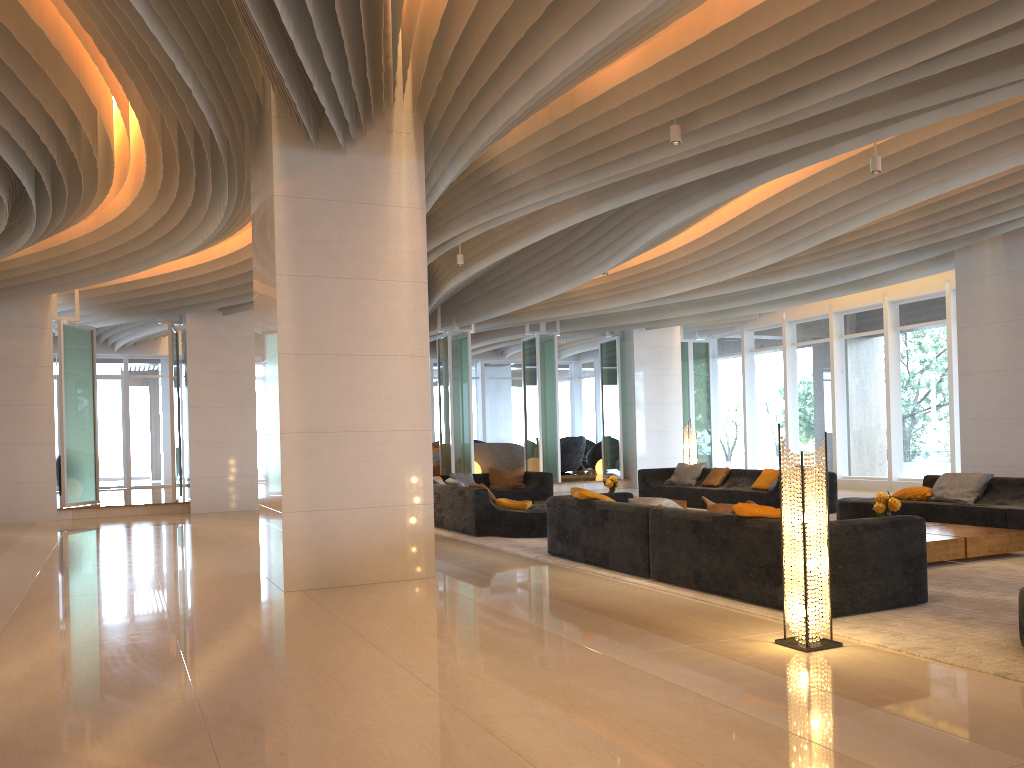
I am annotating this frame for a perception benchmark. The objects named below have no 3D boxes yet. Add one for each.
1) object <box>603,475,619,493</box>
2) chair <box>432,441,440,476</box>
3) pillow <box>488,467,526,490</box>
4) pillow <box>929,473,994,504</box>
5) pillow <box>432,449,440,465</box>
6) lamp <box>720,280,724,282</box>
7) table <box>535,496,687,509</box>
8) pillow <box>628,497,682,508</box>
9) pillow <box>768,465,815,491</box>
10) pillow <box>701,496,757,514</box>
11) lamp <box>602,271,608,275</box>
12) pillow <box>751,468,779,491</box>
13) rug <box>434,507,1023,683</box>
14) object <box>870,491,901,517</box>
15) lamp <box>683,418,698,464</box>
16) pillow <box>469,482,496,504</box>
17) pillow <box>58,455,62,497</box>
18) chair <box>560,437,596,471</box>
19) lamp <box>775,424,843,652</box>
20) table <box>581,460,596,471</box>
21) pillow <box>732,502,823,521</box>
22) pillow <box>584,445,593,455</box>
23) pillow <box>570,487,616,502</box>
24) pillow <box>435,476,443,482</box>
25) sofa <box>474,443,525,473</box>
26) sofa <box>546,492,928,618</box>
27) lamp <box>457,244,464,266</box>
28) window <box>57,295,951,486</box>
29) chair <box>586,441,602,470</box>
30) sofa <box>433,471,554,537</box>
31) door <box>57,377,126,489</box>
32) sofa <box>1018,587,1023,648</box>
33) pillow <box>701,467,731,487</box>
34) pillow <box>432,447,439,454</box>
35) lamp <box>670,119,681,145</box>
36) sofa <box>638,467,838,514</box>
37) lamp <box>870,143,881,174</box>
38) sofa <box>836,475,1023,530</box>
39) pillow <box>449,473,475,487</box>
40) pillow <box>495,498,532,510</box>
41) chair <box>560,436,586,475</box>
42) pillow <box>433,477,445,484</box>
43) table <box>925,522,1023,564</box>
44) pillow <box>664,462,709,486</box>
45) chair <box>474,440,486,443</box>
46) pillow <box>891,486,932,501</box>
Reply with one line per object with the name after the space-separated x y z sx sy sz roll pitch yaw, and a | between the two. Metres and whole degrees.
1.451 1.508 12.968 0.235 0.376 0.267 -2 -1 7 | object
-2.009 1.848 21.294 1.155 1.004 1.495 0 -3 -37 | chair
-0.084 1.608 15.111 0.640 0.377 0.547 -1 -3 -3 | pillow
5.031 1.207 10.009 0.467 0.416 0.657 -1 -3 -24 | pillow
-1.764 1.732 21.046 0.469 0.408 0.498 -1 -2 -22 | pillow
3.213 -2.330 13.711 0.088 1.505 0.090 -2 0 20 | lamp
1.391 1.796 12.773 1.621 0.220 1.582 0 -4 -25 | table
1.275 1.151 7.510 0.425 0.376 0.580 -1 -3 -22 | pillow
3.970 1.338 12.590 0.548 0.377 0.638 -1 -3 -3 | pillow
1.693 1.042 6.573 0.449 0.409 0.595 -1 -3 -23 | pillow
1.327 -2.335 12.817 0.088 1.505 0.090 -2 0 20 | lamp
3.749 1.401 13.045 0.326 0.312 0.403 -1 -2 -22 | pillow
3.342 1.581 8.417 5.584 0.022 16.034 0 -4 -24 | rug
3.359 1.141 7.970 0.236 0.376 0.265 -1 -1 -3 | object
3.227 1.345 16.022 0.253 1.450 0.247 -1 0 -25 | lamp
-0.320 1.368 10.933 0.332 0.311 0.419 -1 -3 -23 | pillow
-8.852 1.709 16.124 1.539 1.005 1.122 0 -2 -27 | pillow
1.941 2.044 26.120 1.528 1.005 1.130 -1 -2 -12 | chair
1.582 0.808 4.784 0.253 1.197 0.247 -1 0 -25 | lamp
2.427 2.317 25.206 1.091 0.318 0.811 0 -3 -18 | table
1.885 0.977 5.962 0.628 0.377 0.557 -4 -4 43 | pillow
2.277 1.950 26.247 0.503 0.408 0.465 -2 -2 3 | pillow
0.844 1.152 8.289 0.548 0.377 0.638 -1 -3 -3 | pillow
-1.126 1.500 12.891 0.416 0.335 0.329 -3 -2 31 | pillow
-0.600 1.895 21.834 2.530 0.900 1.125 -3 -3 25 | sofa
1.494 1.257 7.183 0.954 0.581 3.734 0 -4 -24 | sofa
-0.711 -2.340 11.853 0.088 1.505 0.090 -2 0 20 | lamp
6.349 -0.112 12.089 53.689 3.217 22.498 -4 -4 30 | window
2.752 1.905 24.273 1.536 1.005 1.124 0 -2 -22 | chair
0.058 1.613 12.767 2.861 0.653 5.030 0 -4 -24 | sofa
-10.323 1.214 21.812 1.478 2.769 0.059 -1 0 -25 | door
3.226 0.997 3.754 1.372 0.576 2.227 0 -4 -24 | sofa
3.255 1.484 14.151 0.326 0.312 0.402 -1 -3 -27 | pillow
-1.820 1.714 21.462 0.596 0.422 0.378 -4 -3 43 | pillow
1.300 -2.691 7.152 0.090 1.505 0.088 -1 0 -34 | lamp
3.331 1.617 13.694 0.954 0.581 3.734 0 -4 -24 | sofa
3.308 -2.686 8.111 0.087 1.505 0.090 -2 0 38 | lamp
5.157 1.284 9.187 1.369 0.582 4.094 0 -4 -26 | sofa
-0.814 1.633 14.746 0.412 0.312 0.318 -1 -2 -23 | pillow
0.026 1.450 10.753 0.408 0.135 0.419 -2 -3 9 | pillow
1.331 1.876 23.195 1.118 1.004 1.543 -3 -3 38 | chair
-1.031 1.484 12.568 0.554 0.376 0.643 0 -3 -29 | pillow
3.468 1.446 8.125 1.621 0.220 1.582 0 -4 -25 | table
2.930 1.513 14.917 0.628 0.377 0.557 -4 -4 43 | pillow
-0.741 1.974 23.852 1.544 1.004 1.118 1 -3 -42 | chair
4.725 1.297 10.433 0.442 0.192 0.595 -3 -4 30 | pillow
